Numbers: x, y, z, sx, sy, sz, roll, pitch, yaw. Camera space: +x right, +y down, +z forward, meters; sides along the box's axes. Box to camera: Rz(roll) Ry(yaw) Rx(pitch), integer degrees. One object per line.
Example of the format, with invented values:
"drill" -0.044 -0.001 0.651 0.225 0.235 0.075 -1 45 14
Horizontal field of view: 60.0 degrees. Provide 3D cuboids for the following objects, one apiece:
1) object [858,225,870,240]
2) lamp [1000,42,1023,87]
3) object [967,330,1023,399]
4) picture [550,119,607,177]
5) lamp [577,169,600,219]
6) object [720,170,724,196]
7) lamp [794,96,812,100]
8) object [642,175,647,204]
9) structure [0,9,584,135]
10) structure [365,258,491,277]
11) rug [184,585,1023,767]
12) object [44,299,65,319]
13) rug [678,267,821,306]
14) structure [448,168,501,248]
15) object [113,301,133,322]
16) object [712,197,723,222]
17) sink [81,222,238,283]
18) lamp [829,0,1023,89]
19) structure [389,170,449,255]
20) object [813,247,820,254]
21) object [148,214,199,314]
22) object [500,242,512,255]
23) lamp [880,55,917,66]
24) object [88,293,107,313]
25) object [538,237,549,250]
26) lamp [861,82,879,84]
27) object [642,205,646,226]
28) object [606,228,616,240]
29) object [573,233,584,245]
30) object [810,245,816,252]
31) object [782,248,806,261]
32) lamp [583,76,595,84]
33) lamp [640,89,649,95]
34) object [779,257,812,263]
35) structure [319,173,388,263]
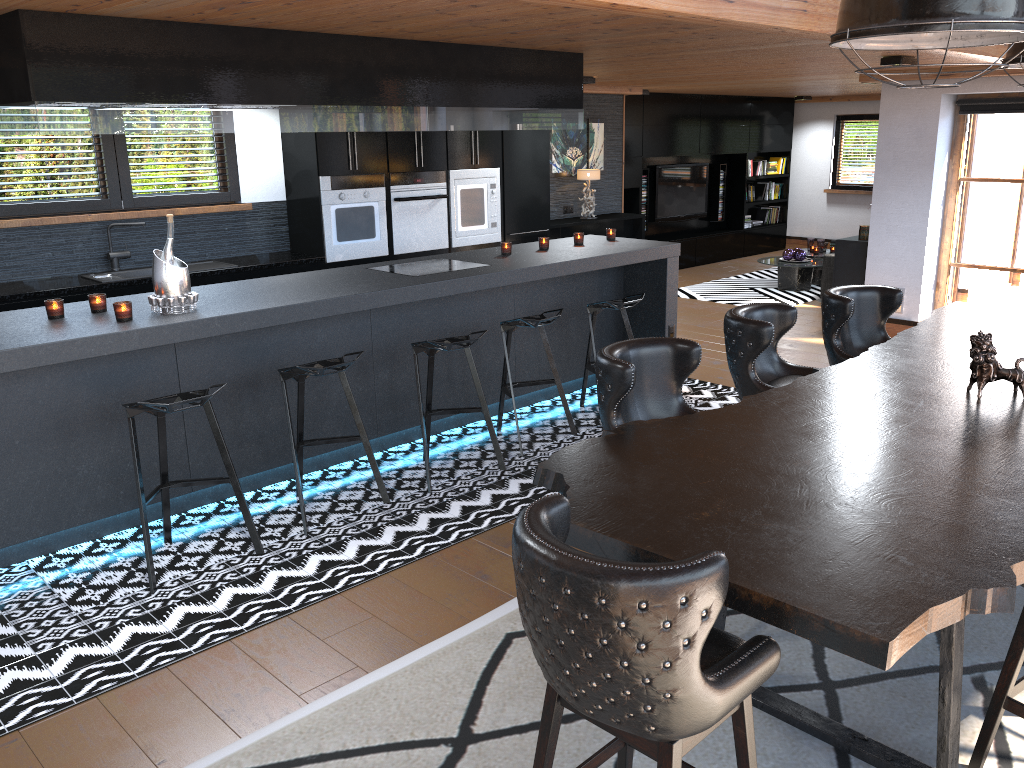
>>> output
"object" 3.382 -1.454 8.506 0.107 0.134 0.098 10 19 35
"lamp" 2.432 -3.518 3.292 0.621 4.669 0.624 -1 15 1
"object" 1.813 -0.071 3.295 0.220 0.253 0.117 1 15 8
"picture" 0.714 -2.540 9.513 0.938 0.592 0.010 -16 21 -42
"lamp" 0.819 -2.034 9.489 0.251 0.514 0.245 -14 20 -39
"object" 3.081 -3.012 13.287 0.127 0.378 0.124 -15 21 -42
"lamp" 4.389 -4.312 13.350 0.264 0.068 0.154 -16 21 -42
"object" 1.732 -2.636 12.016 0.127 0.378 0.124 -15 21 -42
"structure" -0.959 -1.613 4.805 3.294 0.474 0.704 -16 21 -42
"structure" -0.515 -0.722 5.519 0.618 0.017 0.499 -16 22 -42
"rug" 1.448 0.980 3.431 5.707 0.047 2.526 -16 22 -42
"object" -2.101 -0.344 4.075 0.079 0.081 0.080 2 16 10
"rug" 3.342 -1.247 11.192 2.940 0.020 1.645 -16 22 -42
"structure" -0.322 -1.594 7.994 0.601 0.669 0.039 -15 21 -42
"object" -1.755 -0.328 4.002 0.079 0.081 0.080 2 16 10
"object" 3.088 -2.648 13.386 0.127 0.377 0.124 -15 21 -42
"sink" -2.513 -0.934 6.284 0.975 0.419 0.458 -16 21 -42
"lamp" 1.281 -3.196 2.207 0.621 4.669 0.624 -1 15 1
"structure" -0.767 -1.466 7.559 0.602 0.670 0.089 -15 21 -42
"object" 3.833 -1.678 11.162 0.080 0.081 0.078 -9 18 -28
"object" -1.607 -0.567 4.164 0.228 0.451 0.224 -15 21 -42
"object" -0.039 -0.921 6.019 0.079 0.081 0.079 -1 16 1
"lamp" 2.705 -2.261 6.195 0.264 0.068 0.154 -16 21 -42
"object" -1.964 -0.383 4.204 0.079 0.081 0.080 2 16 10
"object" 0.226 -0.995 6.268 0.079 0.081 0.079 -1 16 1
"lamp" 3.534 -2.962 8.631 0.264 0.068 0.154 -16 21 -42
"object" 1.739 -2.271 12.115 0.127 0.377 0.124 -15 21 -42
"object" 0.756 -1.143 6.767 0.079 0.081 0.079 -1 16 1
"object" 0.491 -1.069 6.518 0.079 0.081 0.079 -1 16 1
"object" 3.850 -1.729 11.341 0.080 0.081 0.078 -9 18 -28
"object" 3.452 -1.578 10.793 0.282 0.142 0.267 8 18 28
"lamp" 0.614 -2.753 8.017 0.264 0.068 0.154 -16 21 -42
"lamp" 1.509 -3.507 10.635 0.264 0.068 0.154 -16 21 -42
"object" 3.451 -1.510 10.795 0.398 0.021 0.392 -8 17 -24
"structure" -1.367 -1.366 7.230 0.607 0.671 0.378 -15 21 -42
